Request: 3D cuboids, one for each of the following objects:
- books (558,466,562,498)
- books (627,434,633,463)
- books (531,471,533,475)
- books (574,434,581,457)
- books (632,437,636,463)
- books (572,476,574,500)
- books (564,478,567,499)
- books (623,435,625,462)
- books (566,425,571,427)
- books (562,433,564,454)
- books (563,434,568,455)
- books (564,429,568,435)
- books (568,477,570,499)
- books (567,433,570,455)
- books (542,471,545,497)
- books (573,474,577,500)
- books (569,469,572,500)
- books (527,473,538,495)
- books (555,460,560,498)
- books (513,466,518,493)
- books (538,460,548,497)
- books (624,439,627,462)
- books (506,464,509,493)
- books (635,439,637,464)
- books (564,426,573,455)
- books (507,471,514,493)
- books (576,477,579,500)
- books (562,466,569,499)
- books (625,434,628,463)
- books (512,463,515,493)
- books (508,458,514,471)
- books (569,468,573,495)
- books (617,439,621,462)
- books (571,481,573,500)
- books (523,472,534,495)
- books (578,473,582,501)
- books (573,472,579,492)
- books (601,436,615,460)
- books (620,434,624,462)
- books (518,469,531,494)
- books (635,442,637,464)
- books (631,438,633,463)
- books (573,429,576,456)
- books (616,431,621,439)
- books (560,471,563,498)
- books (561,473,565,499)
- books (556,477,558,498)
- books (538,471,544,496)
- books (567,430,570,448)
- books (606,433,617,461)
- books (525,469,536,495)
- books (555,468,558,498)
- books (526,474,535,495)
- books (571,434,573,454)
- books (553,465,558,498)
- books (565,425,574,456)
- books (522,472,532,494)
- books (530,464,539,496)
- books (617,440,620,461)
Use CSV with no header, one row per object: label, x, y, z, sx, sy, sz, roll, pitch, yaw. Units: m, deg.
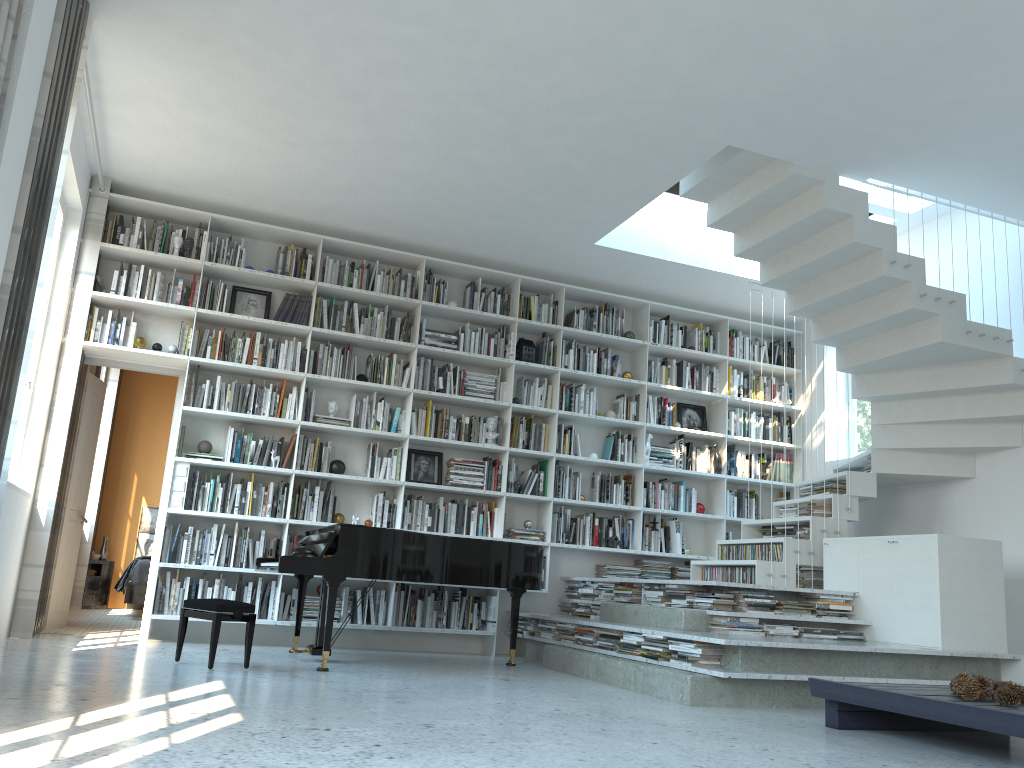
books,0.381,0.850,7.539,0.005,0.283,0.159,8,-13,-20
books,1.009,0.588,7.830,0.012,0.273,0.184,9,-13,-20
books,0.099,0.842,7.448,0.095,0.225,0.144,9,-13,-20
books,0.543,0.549,7.652,0.051,0.209,0.177,9,-13,-20
books,1.042,0.605,7.845,0.011,0.252,0.169,9,-13,-20
books,0.494,0.902,7.595,0.008,0.222,0.134,9,-13,-20
books,0.421,0.904,7.544,0.013,0.186,0.184,9,-13,-20
books,0.953,0.590,7.823,0.015,0.259,0.152,9,-13,-20
books,0.486,0.510,7.704,0.011,0.299,0.089,9,-13,-20
books,0.407,0.510,7.630,0.013,0.255,0.145,9,-13,-20
books,0.430,0.537,7.600,0.017,0.191,0.191,9,-13,-20
books,0.434,0.520,7.634,0.008,0.242,0.169,9,-13,-20
books,0.447,0.903,7.571,0.013,0.202,0.167,9,-13,-20
books,0.455,0.536,7.631,0.007,0.211,0.158,8,-13,-20
books,0.234,0.857,7.485,0.021,0.226,0.148,9,-13,-20
books,0.509,0.894,7.592,0.015,0.237,0.176,9,-13,-20
books,0.464,0.872,7.572,0.012,0.266,0.183,9,-13,-20
books,0.141,0.857,7.453,0.091,0.205,0.169,9,-13,-20
books,0.363,0.824,7.563,0.007,0.341,0.149,9,-13,-20
books,0.007,0.814,7.418,0.035,0.248,0.141,9,-13,-20
books,0.255,0.811,7.499,0.014,0.324,0.183,9,-13,-20
books,0.967,0.608,7.817,0.012,0.224,0.178,9,-13,-20
books,-0.069,0.799,7.385,0.028,0.252,0.143,9,-13,-20
books,1.071,0.614,7.861,0.010,0.245,0.159,9,-13,-20
books,0.478,0.512,7.648,0.006,0.269,0.178,9,-13,-20
books,-0.038,0.829,7.369,0.027,0.191,0.182,9,-13,-20
books,0.522,0.911,7.591,0.014,0.207,0.181,9,-13,-20
books,0.438,0.852,7.559,0.014,0.296,0.175,9,-13,-20
books,0.981,0.589,7.843,0.032,0.274,0.154,9,-13,-20
books,-0.015,0.802,7.411,0.012,0.265,0.157,9,-13,-20
books,-0.021,0.779,7.403,0.013,0.306,0.141,9,-13,-20
books,0.478,0.869,7.595,0.006,0.284,0.160,9,-13,-20
books,0.905,0.602,7.798,0.013,0.218,0.187,9,-13,-20
books,0.484,0.921,7.586,0.013,0.178,0.140,9,-13,-20
books,0.110,0.849,7.445,0.090,0.211,0.143,9,-13,-20
books,0.547,0.894,7.610,0.013,0.250,0.173,9,-13,-20
books,0.536,0.887,7.605,0.014,0.260,0.142,9,-13,-20
books,0.837,0.585,7.789,0.056,0.240,0.154,9,-13,-20
books,0.938,0.586,7.817,0.018,0.262,0.165,9,-13,-20
books,0.077,0.831,7.413,0.095,0.227,0.190,9,-13,-20
books,1.051,0.630,7.860,0.023,0.211,0.164,9,-13,-20
books,1.024,0.610,7.856,0.013,0.244,0.159,9,-13,-20
books,0.507,0.527,7.671,0.007,0.253,0.161,8,-13,-20
books,0.913,0.569,7.825,0.013,0.294,0.154,9,-13,-20
books,0.388,0.869,7.540,0.013,0.248,0.165,9,-13,-20
books,0.402,0.879,7.533,0.011,0.226,0.188,9,-13,-20
books,0.352,0.888,7.536,0.013,0.204,0.154,9,-13,-20
books,0.215,0.853,7.465,0.029,0.222,0.171,9,-13,-20
books,0.463,0.525,7.649,0.017,0.242,0.133,9,-13,-20
books,0.875,0.577,7.798,0.021,0.264,0.174,9,-13,-20
books,0.126,0.837,7.452,0.094,0.238,0.150,9,-13,-20
books,0.349,0.848,7.534,0.006,0.281,0.155,9,-13,-20
books,0.125,0.852,7.460,0.090,0.214,0.139,9,-13,-20
books,0.481,0.512,7.655,0.006,0.273,0.167,9,-13,-20
books,0.338,0.840,7.533,0.018,0.294,0.178,9,-13,-20
books,0.490,0.506,7.660,0.013,0.286,0.159,9,-13,-20
books,0.091,0.843,7.422,0.089,0.209,0.176,9,-13,-20
books,0.190,0.823,7.484,0.013,0.285,0.139,9,-13,-20
books,0.895,0.605,7.794,0.006,0.209,0.188,8,-13,-20
